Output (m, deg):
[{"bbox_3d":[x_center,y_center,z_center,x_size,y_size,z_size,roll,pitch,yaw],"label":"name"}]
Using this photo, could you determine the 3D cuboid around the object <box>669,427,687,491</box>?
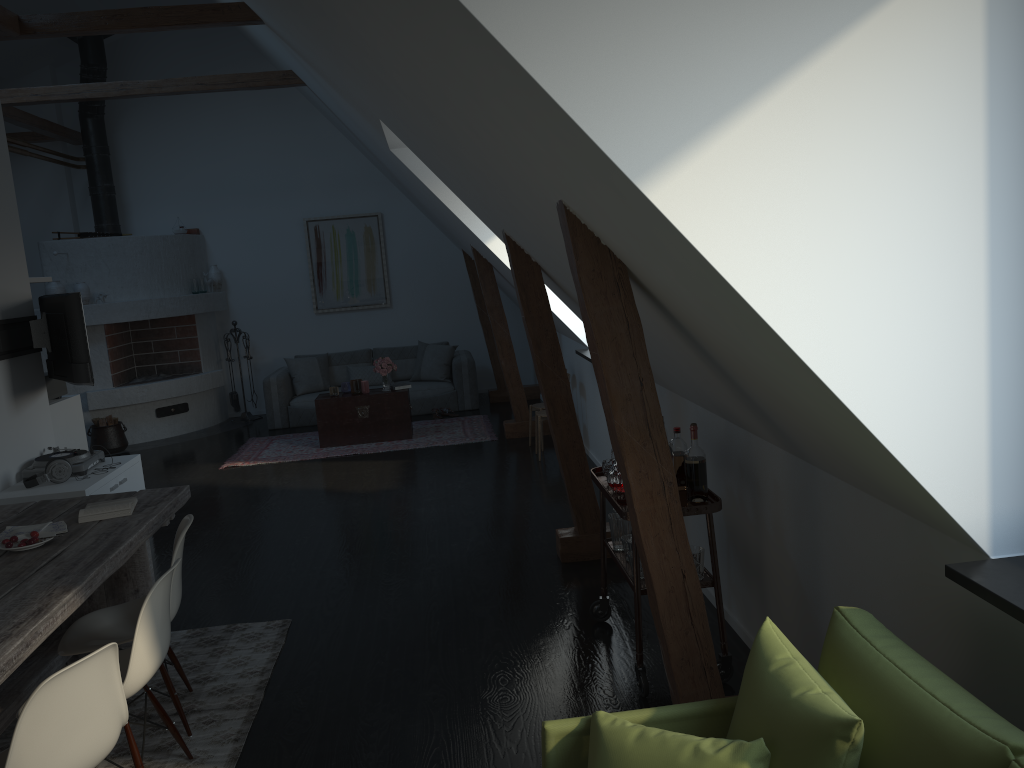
[{"bbox_3d":[0.688,0.306,3.661,0.067,0.257,0.099,-5,8,0],"label":"object"}]

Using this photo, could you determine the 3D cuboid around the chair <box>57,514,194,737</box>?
[{"bbox_3d":[-1.484,0.957,3.487,0.542,0.801,0.465,-8,9,-19],"label":"chair"}]

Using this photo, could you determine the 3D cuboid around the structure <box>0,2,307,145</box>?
[{"bbox_3d":[-4.885,-2.447,5.513,10.230,3.562,15.910,-5,8,1],"label":"structure"}]

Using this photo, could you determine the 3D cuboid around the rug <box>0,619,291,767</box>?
[{"bbox_3d":[-1.923,1.451,3.080,1.898,0.022,2.677,-6,8,-5],"label":"rug"}]

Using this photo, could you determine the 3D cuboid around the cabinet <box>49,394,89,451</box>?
[{"bbox_3d":[-3.833,0.617,6.855,0.869,0.921,0.638,-6,8,-5],"label":"cabinet"}]

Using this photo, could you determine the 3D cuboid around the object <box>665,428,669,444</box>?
[{"bbox_3d":[0.643,0.249,3.856,0.073,0.320,0.073,-7,8,-14],"label":"object"}]

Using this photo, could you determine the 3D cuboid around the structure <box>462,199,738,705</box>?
[{"bbox_3d":[0.539,0.043,4.662,1.023,1.963,12.350,-6,8,-5],"label":"structure"}]

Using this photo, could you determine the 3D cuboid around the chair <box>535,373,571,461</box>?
[{"bbox_3d":[0.357,0.272,7.568,0.342,0.696,0.329,-5,8,-3],"label":"chair"}]

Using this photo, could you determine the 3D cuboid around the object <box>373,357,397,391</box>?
[{"bbox_3d":[-1.289,-0.108,8.980,0.235,0.351,0.234,3,11,45],"label":"object"}]

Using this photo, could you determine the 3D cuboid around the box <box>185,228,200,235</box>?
[{"bbox_3d":[-3.967,-1.861,10.884,0.229,0.078,0.127,-6,8,-5],"label":"box"}]

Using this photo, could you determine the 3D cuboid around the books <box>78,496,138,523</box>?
[{"bbox_3d":[-1.723,0.526,3.787,0.202,0.042,0.251,-7,8,-16],"label":"books"}]

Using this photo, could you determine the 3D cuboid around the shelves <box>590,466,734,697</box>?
[{"bbox_3d":[0.612,0.778,3.742,0.438,0.732,0.803,-6,8,-9],"label":"shelves"}]

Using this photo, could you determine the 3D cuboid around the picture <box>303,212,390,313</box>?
[{"bbox_3d":[-2.077,-1.527,11.178,0.965,1.185,0.025,-6,8,-5],"label":"picture"}]

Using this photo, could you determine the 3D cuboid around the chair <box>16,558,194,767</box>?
[{"bbox_3d":[-1.347,1.018,2.981,0.542,0.801,0.465,-5,8,-4],"label":"chair"}]

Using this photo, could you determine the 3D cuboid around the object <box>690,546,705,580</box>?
[{"bbox_3d":[0.713,0.708,3.490,0.095,0.119,0.095,-12,11,-42],"label":"object"}]

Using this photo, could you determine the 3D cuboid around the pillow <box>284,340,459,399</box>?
[{"bbox_3d":[-1.650,-0.198,10.570,2.075,0.515,0.444,-6,8,-5],"label":"pillow"}]

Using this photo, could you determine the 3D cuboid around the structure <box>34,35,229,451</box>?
[{"bbox_3d":[-5.173,-1.730,10.780,3.058,4.752,3.049,-4,8,4],"label":"structure"}]

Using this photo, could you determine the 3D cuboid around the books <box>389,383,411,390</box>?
[{"bbox_3d":[-1.156,0.024,9.096,0.179,0.034,0.243,-9,9,-26],"label":"books"}]

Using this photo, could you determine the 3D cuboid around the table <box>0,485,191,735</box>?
[{"bbox_3d":[-1.941,1.072,3.008,1.141,0.788,2.421,-6,8,-5],"label":"table"}]

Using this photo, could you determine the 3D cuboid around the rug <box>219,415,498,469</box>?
[{"bbox_3d":[-1.502,0.563,9.067,2.647,0.029,1.512,-6,8,-4],"label":"rug"}]

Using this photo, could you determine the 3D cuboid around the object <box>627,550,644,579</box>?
[{"bbox_3d":[0.512,0.725,3.560,0.092,0.099,0.092,-9,9,-27],"label":"object"}]

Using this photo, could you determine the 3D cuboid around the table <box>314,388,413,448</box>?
[{"bbox_3d":[-1.491,0.326,9.014,0.962,0.492,0.471,-6,8,-5],"label":"table"}]

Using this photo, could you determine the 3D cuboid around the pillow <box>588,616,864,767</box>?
[{"bbox_3d":[0.420,0.811,1.916,0.600,0.387,0.475,-6,8,-7],"label":"pillow"}]

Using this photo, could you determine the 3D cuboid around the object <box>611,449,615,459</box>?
[{"bbox_3d":[0.494,0.301,3.982,0.087,0.206,0.087,-2,9,20],"label":"object"}]

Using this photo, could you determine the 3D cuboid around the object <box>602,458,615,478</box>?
[{"bbox_3d":[0.507,0.378,3.834,0.245,0.092,0.151,-1,9,24],"label":"object"}]

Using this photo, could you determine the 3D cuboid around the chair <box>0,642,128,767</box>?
[{"bbox_3d":[-1.296,1.095,2.411,0.542,0.801,0.465,-2,9,21],"label":"chair"}]

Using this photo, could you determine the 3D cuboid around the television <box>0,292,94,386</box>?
[{"bbox_3d":[-3.358,-0.276,6.144,0.537,0.652,1.005,-11,10,-39],"label":"television"}]

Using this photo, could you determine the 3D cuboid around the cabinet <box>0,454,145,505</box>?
[{"bbox_3d":[-2.973,0.867,6.058,0.623,0.507,1.069,-6,8,-5],"label":"cabinet"}]

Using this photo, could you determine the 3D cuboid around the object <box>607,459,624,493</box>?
[{"bbox_3d":[0.445,0.305,3.685,0.114,0.292,0.114,-10,10,-32],"label":"object"}]

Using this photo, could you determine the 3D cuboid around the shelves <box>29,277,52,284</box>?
[{"bbox_3d":[-4.319,-0.699,6.539,1.604,0.038,0.478,-6,8,-5],"label":"shelves"}]

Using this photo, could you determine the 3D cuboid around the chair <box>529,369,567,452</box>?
[{"bbox_3d":[0.339,0.216,7.967,0.342,0.696,0.329,-8,9,-21],"label":"chair"}]
